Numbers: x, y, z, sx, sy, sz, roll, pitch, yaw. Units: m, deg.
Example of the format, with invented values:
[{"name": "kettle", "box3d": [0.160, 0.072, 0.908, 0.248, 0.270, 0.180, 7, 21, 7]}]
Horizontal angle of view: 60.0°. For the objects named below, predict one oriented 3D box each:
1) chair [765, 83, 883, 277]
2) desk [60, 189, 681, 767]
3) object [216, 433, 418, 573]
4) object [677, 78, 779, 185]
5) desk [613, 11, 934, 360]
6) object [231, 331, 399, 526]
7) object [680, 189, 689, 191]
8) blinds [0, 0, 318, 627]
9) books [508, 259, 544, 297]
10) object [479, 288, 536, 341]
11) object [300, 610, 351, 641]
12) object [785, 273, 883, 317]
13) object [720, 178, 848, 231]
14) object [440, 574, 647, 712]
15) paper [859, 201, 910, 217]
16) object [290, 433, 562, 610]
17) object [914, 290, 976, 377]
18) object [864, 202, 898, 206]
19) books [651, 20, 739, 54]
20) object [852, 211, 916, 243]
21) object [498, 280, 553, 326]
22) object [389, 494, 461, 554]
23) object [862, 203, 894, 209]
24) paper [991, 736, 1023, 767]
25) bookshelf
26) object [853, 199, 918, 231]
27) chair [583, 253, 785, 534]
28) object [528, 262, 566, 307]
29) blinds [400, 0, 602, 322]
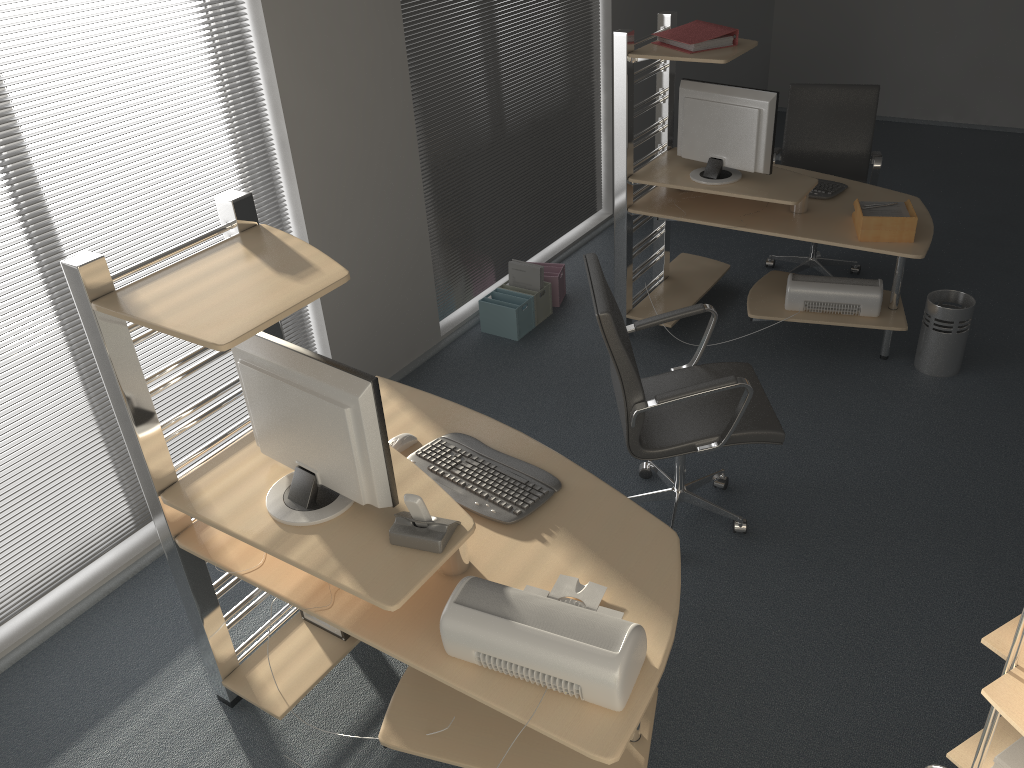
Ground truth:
[{"name": "chair", "box3d": [1.753, -1.092, 5.037, 0.584, 1.048, 0.652, 8, 34, 19]}, {"name": "desk", "box3d": [-0.146, 0.329, 2.474, 1.469, 1.566, 0.967, 16, 37, 30]}, {"name": "object", "box3d": [-0.574, 0.336, 2.628, 0.168, 0.088, 0.742, 18, 38, 31]}, {"name": "object", "box3d": [0.964, -1.184, 4.184, 0.245, 0.418, 0.516, -23, 36, -27]}, {"name": "desk", "box3d": [1.383, -0.982, 4.411, 1.469, 1.566, 0.967, 16, 37, 30]}, {"name": "object", "box3d": [-0.551, 0.117, 2.262, 0.245, 0.418, 0.516, -28, 39, -33]}, {"name": "object", "box3d": [0.938, -1.040, 4.592, 0.159, 0.064, 0.054, -3, 32, 2]}, {"name": "blinds", "box3d": [-1.529, -0.641, 2.896, 0.037, 2.749, 1.950, 16, 37, 30]}, {"name": "books", "box3d": [0.081, -0.538, 5.036, 0.220, 0.306, 0.068, 16, 37, 30]}, {"name": "object", "box3d": [-0.025, -0.385, 4.934, 0.245, 0.202, 0.185, 16, 37, 30]}, {"name": "object", "box3d": [-0.515, 0.533, 3.015, 0.199, 0.422, 0.471, 16, 37, 30]}, {"name": "object", "box3d": [1.587, -0.485, 4.379, 0.438, 0.162, 0.351, 6, 33, 17]}, {"name": "object", "box3d": [1.279, -0.888, 4.387, 0.478, 0.082, 0.814, 22, 40, 36]}, {"name": "object", "box3d": [0.103, 0.526, 2.064, 0.438, 0.162, 0.351, 11, 35, 23]}, {"name": "paper", "box3d": [1.669, -0.763, 3.981, 0.210, 0.010, 0.297, 3, 32, 12]}, {"name": "object", "box3d": [-0.273, 0.407, 2.481, 0.478, 0.082, 0.814, 22, 40, 36]}, {"name": "object", "box3d": [2.078, -0.239, 4.268, 0.208, 0.377, 0.208, -10, 32, -9]}, {"name": "object", "box3d": [1.691, -0.823, 4.061, 0.159, 0.009, 0.008, -5, 32, -1]}, {"name": "books", "box3d": [0.842, -1.610, 4.104, 0.262, 0.072, 0.320, -16, 34, -19]}, {"name": "object", "box3d": [1.671, -0.728, 4.001, 0.225, 0.060, 0.309, 3, 32, 12]}, {"name": "object", "box3d": [0.077, -0.472, 5.063, 0.245, 0.202, 0.185, 16, 37, 30]}, {"name": "object", "box3d": [-0.221, 0.309, 2.165, 0.150, 0.151, 0.119, 7, 33, 18]}, {"name": "object", "box3d": [1.670, -0.811, 4.043, 0.159, 0.009, 0.008, -9, 32, -8]}, {"name": "paper", "box3d": [0.888, 0.555, 1.281, 0.297, 0.046, 0.213, -20, 35, -23]}, {"name": "bookshelf", "box3d": [1.001, 0.844, 1.500, 0.724, 1.572, 0.381, -19, 35, -23]}, {"name": "object", "box3d": [1.668, -0.776, 3.971, 0.225, 0.060, 0.309, 3, 32, 12]}, {"name": "chair", "box3d": [0.620, 0.072, 3.289, 0.652, 1.048, 0.584, -4, 32, 1]}, {"name": "object", "box3d": [0.178, -0.584, 5.232, 0.245, 0.202, 0.185, 5, 33, 15]}, {"name": "blinds", "box3d": [0.003, -1.955, 4.838, 0.022, 2.770, 1.950, 16, 37, 30]}]
